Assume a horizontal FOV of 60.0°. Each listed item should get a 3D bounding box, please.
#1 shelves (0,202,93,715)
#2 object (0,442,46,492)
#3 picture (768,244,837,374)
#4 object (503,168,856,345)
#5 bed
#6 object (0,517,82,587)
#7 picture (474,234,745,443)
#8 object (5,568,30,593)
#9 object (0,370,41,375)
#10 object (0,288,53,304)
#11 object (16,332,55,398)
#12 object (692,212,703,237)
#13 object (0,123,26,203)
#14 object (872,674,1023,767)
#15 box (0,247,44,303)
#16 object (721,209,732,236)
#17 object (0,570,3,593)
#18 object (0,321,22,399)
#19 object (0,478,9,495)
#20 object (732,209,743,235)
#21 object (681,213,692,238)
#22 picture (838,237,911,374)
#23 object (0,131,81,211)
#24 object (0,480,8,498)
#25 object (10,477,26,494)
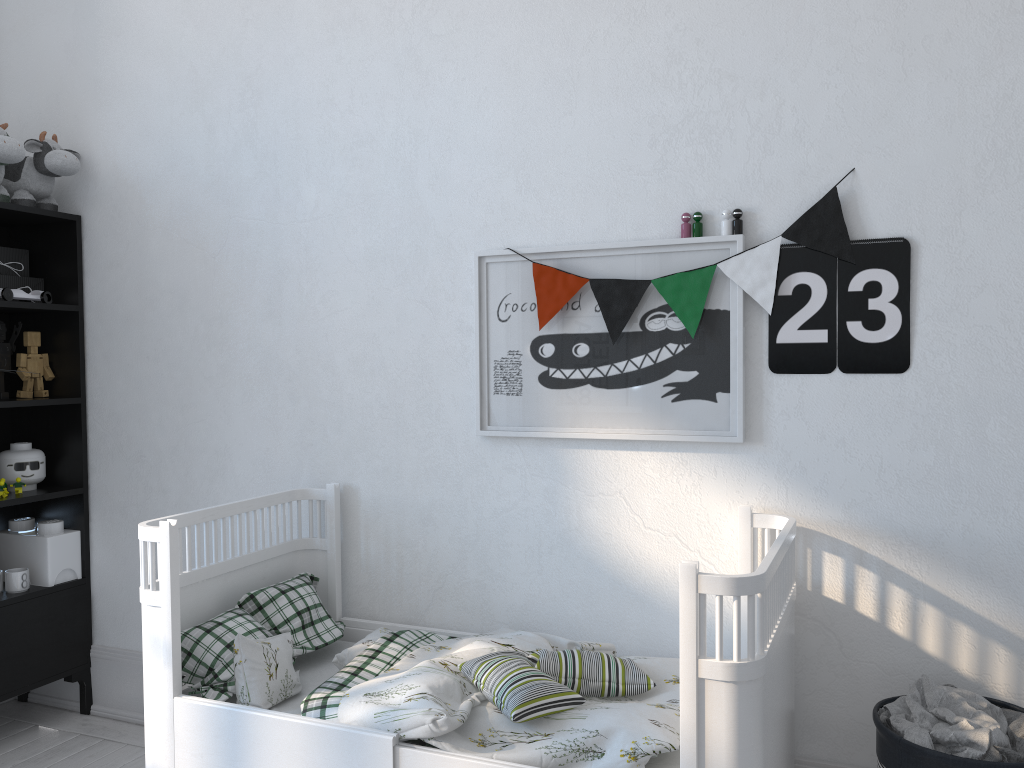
[{"bbox_3d":[-1.755,0.290,2.624,0.353,1.678,0.911,0,2,23],"label":"shelves"},{"bbox_3d":[-1.617,0.274,2.924,0.139,0.162,0.139,-1,2,-2],"label":"object"},{"bbox_3d":[0.674,-0.174,2.062,0.152,0.301,0.010,0,2,23],"label":"picture"},{"bbox_3d":[0.376,-0.304,2.172,0.905,0.415,0.058,0,2,23],"label":"object"},{"bbox_3d":[-0.102,0.712,2.053,1.404,0.833,0.670,0,2,23],"label":"bed"},{"bbox_3d":[-1.587,0.553,2.961,0.267,0.199,0.132,0,2,23],"label":"object"},{"bbox_3d":[0.229,-0.107,2.247,0.703,0.493,0.030,0,2,23],"label":"picture"},{"bbox_3d":[-1.566,0.622,2.806,0.067,0.067,0.067,1,2,37],"label":"object"},{"bbox_3d":[-1.677,0.000,2.757,0.349,0.106,0.367,0,2,25],"label":"object"},{"bbox_3d":[-1.569,-0.280,2.815,0.098,0.048,0.230,0,2,13],"label":"object"},{"bbox_3d":[-1.584,-0.063,2.944,0.052,0.221,0.114,0,2,23],"label":"object"},{"bbox_3d":[0.449,-0.384,2.143,0.025,0.064,0.025,0,2,21],"label":"object"},{"bbox_3d":[-1.645,-0.674,2.726,0.370,0.253,0.154,0,2,31],"label":"object"},{"bbox_3d":[0.905,0.867,1.764,0.346,0.513,0.345,0,2,14],"label":"object"},{"bbox_3d":[-1.683,-0.352,2.901,0.179,0.189,0.251,0,2,23],"label":"box"},{"bbox_3d":[0.512,-0.384,2.114,0.025,0.064,0.025,0,2,19],"label":"object"},{"bbox_3d":[-1.636,0.623,2.783,0.067,0.067,0.067,1,2,37],"label":"object"},{"bbox_3d":[-1.672,-0.081,2.898,0.081,0.259,0.117,0,2,23],"label":"object"},{"bbox_3d":[-1.611,0.325,2.807,0.031,0.054,0.042,0,2,23],"label":"object"},{"bbox_3d":[0.535,-0.384,2.104,0.025,0.064,0.025,0,2,16],"label":"object"},{"bbox_3d":[0.423,-0.385,2.155,0.025,0.064,0.025,0,2,19],"label":"object"},{"bbox_3d":[0.816,-0.175,2.001,0.153,0.305,0.013,0,2,23],"label":"picture"},{"bbox_3d":[-1.589,-0.679,2.867,0.386,0.253,0.211,0,2,7],"label":"object"},{"bbox_3d":[-1.579,0.326,2.747,0.031,0.054,0.042,-1,2,-17],"label":"object"},{"bbox_3d":[-1.572,0.324,2.823,0.042,0.054,0.031,-1,2,-22],"label":"object"}]
